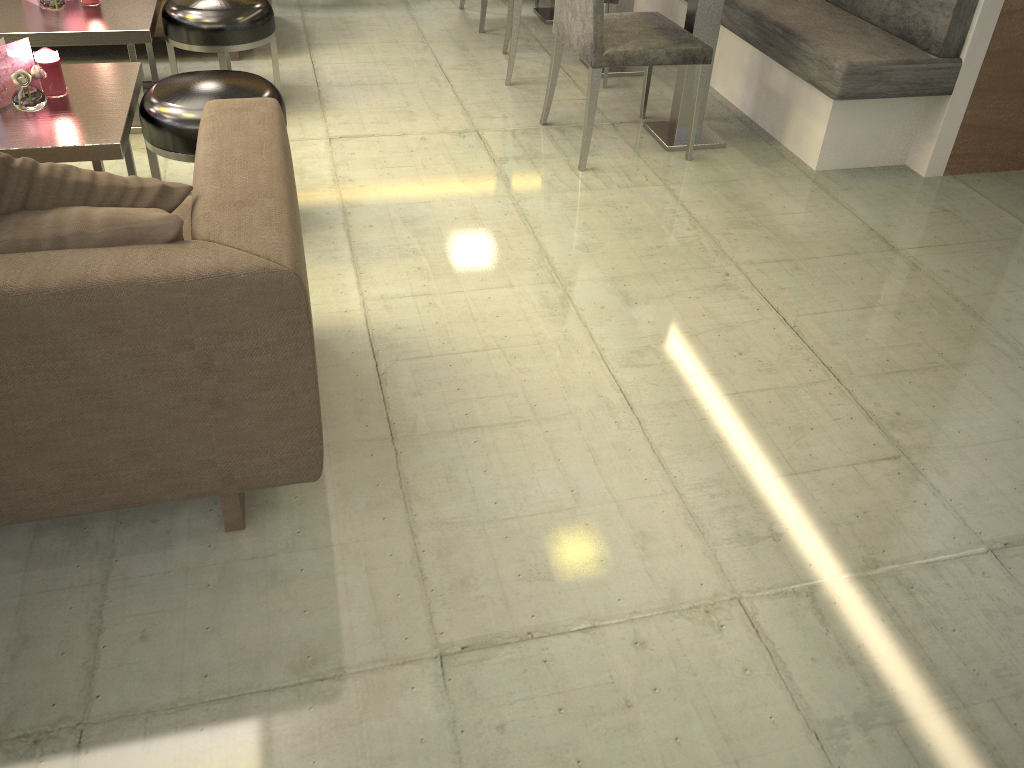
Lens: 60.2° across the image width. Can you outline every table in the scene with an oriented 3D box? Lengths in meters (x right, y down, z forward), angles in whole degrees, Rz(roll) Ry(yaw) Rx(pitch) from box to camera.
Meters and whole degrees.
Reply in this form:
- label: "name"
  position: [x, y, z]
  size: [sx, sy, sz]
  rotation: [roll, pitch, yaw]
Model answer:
- label: "table"
  position: [-1.440, -0.636, 2.625]
  size: [0.659, 0.397, 0.681]
  rotation: [-6, 38, -13]
- label: "table"
  position: [0.720, -1.269, 3.442]
  size: [0.507, 0.631, 0.524]
  rotation: [-6, 37, -13]
- label: "table"
  position: [0.294, -2.325, 4.806]
  size: [0.507, 0.631, 0.524]
  rotation: [-6, 37, -13]
- label: "table"
  position: [-1.689, -1.253, 3.422]
  size: [0.659, 0.397, 0.681]
  rotation: [-6, 38, -13]
- label: "table"
  position: [0.507, -1.797, 4.124]
  size: [0.507, 0.631, 0.524]
  rotation: [-6, 37, -13]

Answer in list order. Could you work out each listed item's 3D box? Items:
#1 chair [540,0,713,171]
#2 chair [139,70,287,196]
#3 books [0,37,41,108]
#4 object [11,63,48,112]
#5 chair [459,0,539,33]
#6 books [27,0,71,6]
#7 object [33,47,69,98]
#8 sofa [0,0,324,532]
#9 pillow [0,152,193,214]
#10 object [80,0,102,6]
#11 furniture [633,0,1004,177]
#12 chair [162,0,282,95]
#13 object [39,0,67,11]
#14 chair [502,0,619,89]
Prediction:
- label: "chair"
  position: [0.421, -1.269, 3.335]
  size: [0.493, 0.734, 0.493]
  rotation: [-8, 38, -16]
- label: "chair"
  position: [-0.911, -0.724, 2.755]
  size: [0.424, 0.434, 0.437]
  rotation: [-9, 38, -16]
- label: "books"
  position: [-1.471, -0.893, 2.511]
  size: [0.143, 0.158, 0.162]
  rotation: [15, 38, 15]
- label: "object"
  position: [-1.336, -0.851, 2.490]
  size: [0.095, 0.121, 0.200]
  rotation: [12, 38, 12]
- label: "chair"
  position: [0.003, -2.326, 4.700]
  size: [0.493, 0.734, 0.494]
  rotation: [-7, 37, -15]
- label: "books"
  position: [-1.760, -1.533, 3.336]
  size: [0.145, 0.158, 0.161]
  rotation: [29, 43, 30]
- label: "object"
  position: [-1.330, -0.898, 2.549]
  size: [0.077, 0.124, 0.077]
  rotation: [27, 42, 28]
- label: "sofa"
  position: [-2.352, -0.934, 2.739]
  size: [3.185, 0.652, 3.900]
  rotation: [-7, 38, -13]
- label: "pillow"
  position: [-0.881, -0.334, 1.649]
  size: [0.535, 0.390, 0.288]
  rotation: [-14, 40, -22]
- label: "object"
  position: [-1.589, -1.489, 3.311]
  size: [0.077, 0.124, 0.077]
  rotation: [27, 42, 28]
- label: "furniture"
  position: [-1.565, -2.120, 4.226]
  size: [5.657, 0.824, 4.408]
  rotation: [-7, 38, -13]
- label: "chair"
  position: [-1.159, -1.340, 3.550]
  size: [0.427, 0.434, 0.434]
  rotation: [-19, 42, -28]
- label: "object"
  position: [-1.691, -1.438, 3.236]
  size: [0.108, 0.124, 0.097]
  rotation: [25, 41, 26]
- label: "chair"
  position: [0.208, -1.801, 4.022]
  size: [0.492, 0.734, 0.495]
  rotation: [1, 36, -4]
